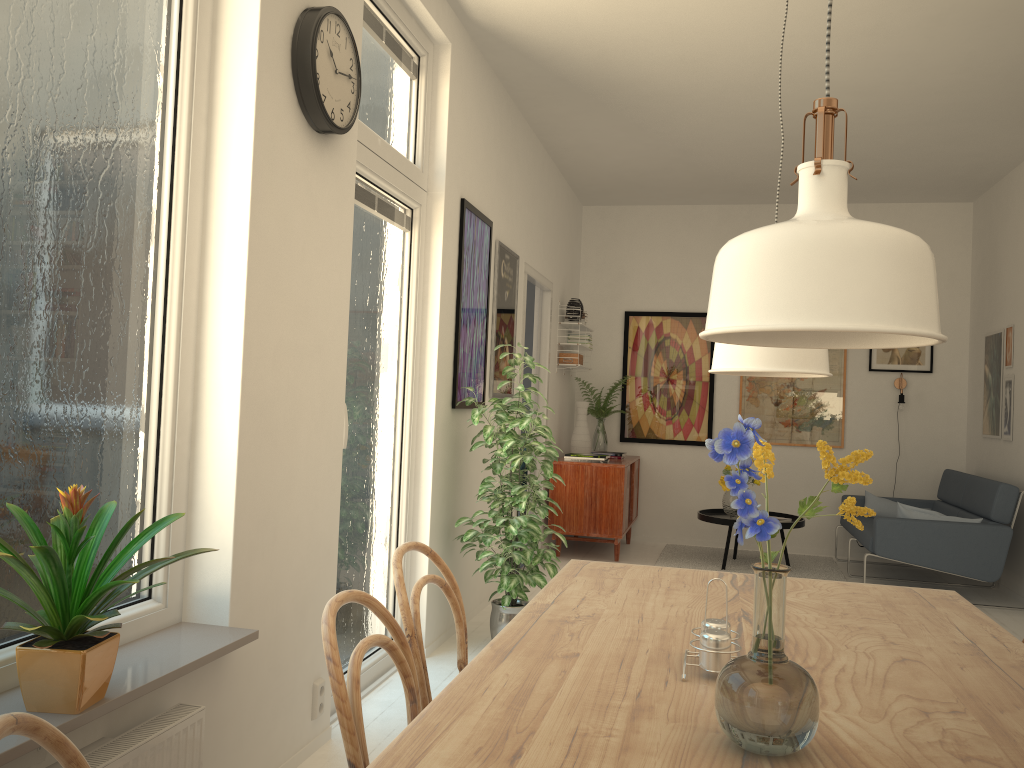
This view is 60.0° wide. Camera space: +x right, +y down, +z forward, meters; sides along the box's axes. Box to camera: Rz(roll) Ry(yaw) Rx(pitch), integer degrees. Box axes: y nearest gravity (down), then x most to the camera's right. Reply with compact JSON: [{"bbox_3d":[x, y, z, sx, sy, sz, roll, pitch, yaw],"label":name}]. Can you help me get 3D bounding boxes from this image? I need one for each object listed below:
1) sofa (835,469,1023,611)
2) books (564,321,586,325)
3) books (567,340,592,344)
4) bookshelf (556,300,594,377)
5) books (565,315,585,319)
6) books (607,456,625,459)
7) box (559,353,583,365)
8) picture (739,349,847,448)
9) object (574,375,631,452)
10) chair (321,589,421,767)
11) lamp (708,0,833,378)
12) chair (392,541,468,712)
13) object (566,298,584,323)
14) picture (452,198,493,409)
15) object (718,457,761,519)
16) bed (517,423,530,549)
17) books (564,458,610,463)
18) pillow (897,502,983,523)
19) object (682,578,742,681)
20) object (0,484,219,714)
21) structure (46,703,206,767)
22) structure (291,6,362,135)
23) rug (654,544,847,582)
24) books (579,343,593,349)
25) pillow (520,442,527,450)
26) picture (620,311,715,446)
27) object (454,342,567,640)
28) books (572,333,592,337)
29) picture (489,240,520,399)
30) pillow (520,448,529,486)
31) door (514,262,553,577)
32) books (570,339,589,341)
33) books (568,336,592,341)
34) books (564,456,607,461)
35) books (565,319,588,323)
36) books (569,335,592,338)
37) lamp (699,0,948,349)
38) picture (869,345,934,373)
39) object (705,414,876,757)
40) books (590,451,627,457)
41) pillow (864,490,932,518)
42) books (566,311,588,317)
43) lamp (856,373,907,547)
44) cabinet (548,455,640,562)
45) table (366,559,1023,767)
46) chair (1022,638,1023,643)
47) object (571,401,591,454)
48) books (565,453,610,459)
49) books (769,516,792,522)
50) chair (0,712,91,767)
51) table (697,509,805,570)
[{"bbox_3d":[2.880,1.008,6.234,0.964,0.773,1.602,2,-1,13],"label":"sofa"},{"bbox_3d":[0.504,-0.480,7.063,0.159,0.028,0.146,2,-1,10],"label":"books"},{"bbox_3d":[0.562,-0.345,7.351,0.168,0.021,0.197,2,-1,16],"label":"books"},{"bbox_3d":[0.516,-0.351,7.143,0.184,0.565,0.695,2,-1,13],"label":"bookshelf"},{"bbox_3d":[0.503,-0.526,7.061,0.155,0.024,0.136,2,-1,6],"label":"books"},{"bbox_3d":[0.715,0.584,7.200,0.371,0.022,0.259,2,-1,13],"label":"books"},{"bbox_3d":[0.465,-0.191,6.966,0.152,0.084,0.265,2,-1,13],"label":"box"},{"bbox_3d":[2.328,-0.014,7.365,0.838,1.053,0.012,2,-2,13],"label":"picture"},{"bbox_3d":[0.776,0.259,7.505,0.476,0.686,0.398,2,-1,15],"label":"object"},{"bbox_3d":[-0.067,0.753,1.397,0.483,0.811,0.385,2,-1,11],"label":"chair"},{"bbox_3d":[0.530,-0.815,1.733,0.229,1.596,0.229,4,-2,-42],"label":"lamp"},{"bbox_3d":[-0.026,0.765,1.902,0.483,0.811,0.385,2,-2,16],"label":"chair"},{"bbox_3d":[0.489,-0.570,6.905,0.139,0.200,0.139,3,-2,-33],"label":"object"},{"bbox_3d":[-0.193,-0.375,4.456,0.018,0.999,0.545,2,-1,13],"label":"picture"},{"bbox_3d":[1.675,0.760,6.559,0.361,0.471,0.291,4,-2,-39],"label":"object"},{"bbox_3d":[-0.554,0.785,7.510,1.656,0.974,0.933,2,-1,13],"label":"bed"},{"bbox_3d":[0.561,0.566,6.603,0.320,0.020,0.237,2,-1,9],"label":"books"},{"bbox_3d":[2.678,0.931,5.621,0.533,0.353,0.141,2,-2,13],"label":"pillow"},{"bbox_3d":[0.310,0.363,1.341,0.095,0.138,0.155,2,-1,13],"label":"object"},{"bbox_3d":[-0.826,0.408,1.740,0.417,0.425,0.487,2,-1,20],"label":"object"},{"bbox_3d":[-0.880,0.864,1.562,0.113,0.279,1.028,2,-1,13],"label":"structure"},{"bbox_3d":[-0.555,-0.953,2.709,0.074,0.371,0.371,2,-1,13],"label":"structure"},{"bbox_3d":[1.717,1.344,6.453,1.304,0.012,1.660,2,-1,15],"label":"rug"},{"bbox_3d":[0.569,-0.316,7.357,0.179,0.038,0.190,2,-1,13],"label":"books"},{"bbox_3d":[0.012,0.677,7.596,0.220,0.385,0.387,2,-1,14],"label":"pillow"},{"bbox_3d":[1.335,-0.051,7.593,0.778,1.134,0.018,2,-2,13],"label":"picture"},{"bbox_3d":[-0.005,0.520,4.113,0.513,1.424,0.568,3,-2,-34],"label":"object"},{"bbox_3d":[0.578,-0.408,7.356,0.147,0.016,0.195,2,-1,11],"label":"books"},{"bbox_3d":[-0.039,-0.352,5.120,0.020,0.869,0.525,2,-1,13],"label":"picture"},{"bbox_3d":[0.114,0.677,7.396,0.237,0.385,0.767,2,-1,11],"label":"pillow"},{"bbox_3d":[-0.276,0.243,6.146,0.882,2.033,0.955,2,-2,13],"label":"door"},{"bbox_3d":[0.567,-0.360,7.367,0.147,0.012,0.195,2,-1,11],"label":"books"},{"bbox_3d":[0.567,-0.378,7.352,0.173,0.023,0.190,2,-1,13],"label":"books"},{"bbox_3d":[0.552,0.549,6.605,0.296,0.015,0.240,2,-1,12],"label":"books"},{"bbox_3d":[0.513,-0.504,7.064,0.158,0.019,0.131,2,-1,15],"label":"books"},{"bbox_3d":[0.572,-0.394,7.359,0.153,0.013,0.197,2,-1,16],"label":"books"},{"bbox_3d":[0.335,-0.839,0.896,0.229,1.596,0.229,3,-2,-31],"label":"lamp"},{"bbox_3d":[3.151,-0.295,7.181,0.481,0.402,0.015,2,-2,13],"label":"picture"},{"bbox_3d":[0.302,0.231,1.045,0.144,0.389,0.206,3,-2,-25],"label":"object"},{"bbox_3d":[0.731,0.564,7.203,0.368,0.020,0.255,2,-1,16],"label":"books"},{"bbox_3d":[2.971,0.977,6.862,0.540,0.277,0.157,2,-1,15],"label":"pillow"},{"bbox_3d":[0.515,-0.556,7.053,0.178,0.036,0.145,2,-1,6],"label":"books"},{"bbox_3d":[2.969,0.612,7.125,0.360,1.416,0.112,2,-2,13],"label":"lamp"},{"bbox_3d":[0.675,0.954,7.046,0.546,0.727,1.262,2,-1,13],"label":"cabinet"},{"bbox_3d":[0.366,0.807,1.258,0.894,0.749,1.797,2,-1,13],"label":"table"},{"bbox_3d":[0.841,0.796,1.638,0.483,0.811,0.385,2,-1,11],"label":"chair"},{"bbox_3d":[0.540,0.359,6.899,0.158,0.445,0.160,4,-2,-37],"label":"object"},{"bbox_3d":[0.564,0.534,6.603,0.311,0.015,0.192,2,-1,16],"label":"books"},{"bbox_3d":[1.850,0.983,6.389,0.289,0.031,0.200,3,-2,-43],"label":"books"},{"bbox_3d":[-0.282,0.734,0.874,0.483,0.811,0.385,3,-2,-14],"label":"chair"},{"bbox_3d":[1.741,1.154,6.498,0.761,0.386,0.760,2,-1,29],"label":"table"}]
